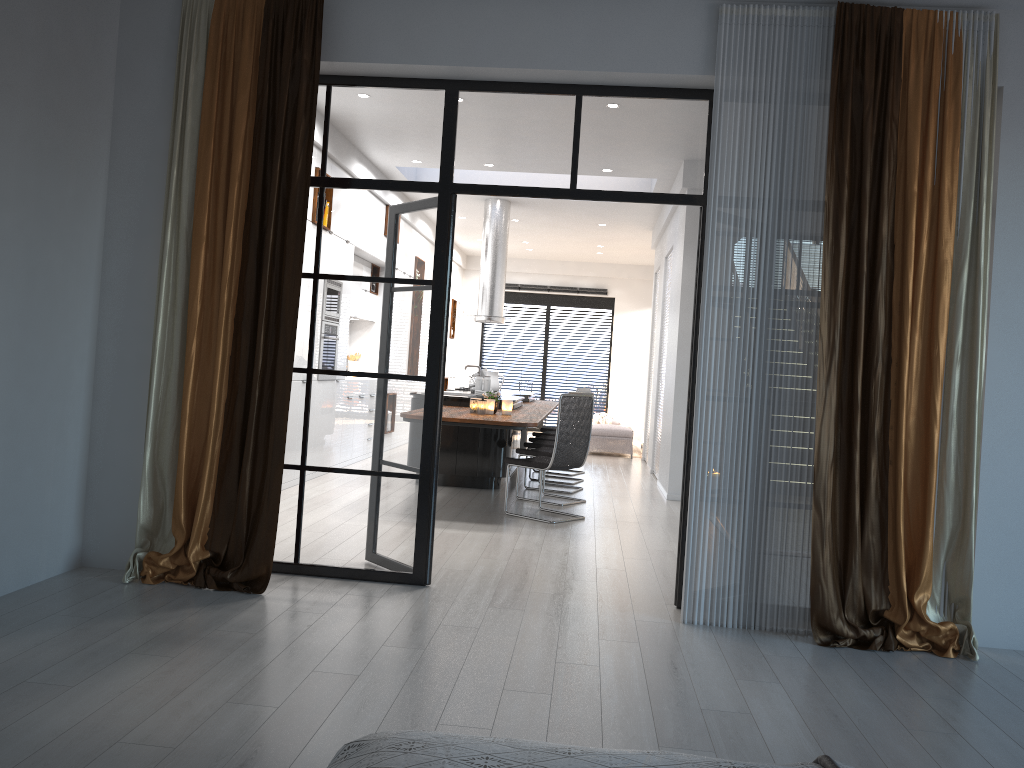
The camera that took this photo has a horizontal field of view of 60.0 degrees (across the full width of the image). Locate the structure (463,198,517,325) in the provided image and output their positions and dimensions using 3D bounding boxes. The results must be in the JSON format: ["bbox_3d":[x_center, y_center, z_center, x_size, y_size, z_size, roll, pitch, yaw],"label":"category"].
[{"bbox_3d":[-0.238,-1.578,11.523,0.695,1.609,1.043,4,0,4],"label":"structure"}]

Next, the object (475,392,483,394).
[{"bbox_3d":[-0.314,0.099,8.782,0.111,0.023,0.111,4,1,17],"label":"object"}]

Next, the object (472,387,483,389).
[{"bbox_3d":[-0.342,0.055,9.997,0.229,0.016,0.229,4,1,2],"label":"object"}]

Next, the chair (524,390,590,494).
[{"bbox_3d":[0.446,0.555,8.998,0.537,1.018,0.470,4,0,20],"label":"chair"}]

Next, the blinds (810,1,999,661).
[{"bbox_3d":[1.844,-0.290,4.166,0.811,3.045,0.254,4,-1,6],"label":"blinds"}]

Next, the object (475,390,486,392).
[{"bbox_3d":[-0.313,0.080,8.783,0.111,0.023,0.111,4,1,17],"label":"object"}]

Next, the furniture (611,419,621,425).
[{"bbox_3d":[1.547,0.800,15.525,0.699,0.460,0.699,4,0,5],"label":"furniture"}]

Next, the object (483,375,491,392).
[{"bbox_3d":[-0.252,0.022,8.932,0.071,0.219,0.071,4,0,31],"label":"object"}]

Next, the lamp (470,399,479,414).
[{"bbox_3d":[-0.315,0.187,7.388,0.078,0.120,0.078,4,0,-12],"label":"lamp"}]

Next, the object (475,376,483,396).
[{"bbox_3d":[-0.334,0.017,8.931,0.071,0.219,0.071,4,0,-31],"label":"object"}]

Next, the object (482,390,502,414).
[{"bbox_3d":[-0.169,0.150,7.549,0.151,0.206,0.157,4,0,22],"label":"object"}]

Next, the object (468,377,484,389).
[{"bbox_3d":[-0.417,0.006,10.626,0.211,0.174,0.211,4,0,12],"label":"object"}]

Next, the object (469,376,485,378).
[{"bbox_3d":[-0.401,-0.018,11.496,0.252,0.147,0.266,3,1,-42],"label":"object"}]

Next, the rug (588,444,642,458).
[{"bbox_3d":[1.278,1.019,14.396,1.624,0.020,2.519,4,1,5],"label":"rug"}]

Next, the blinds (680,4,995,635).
[{"bbox_3d":[1.568,-0.303,4.292,1.301,3.069,0.052,4,-1,5],"label":"blinds"}]

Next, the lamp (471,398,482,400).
[{"bbox_3d":[-0.307,0.183,7.494,0.095,0.124,0.095,4,0,22],"label":"lamp"}]

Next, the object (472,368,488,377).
[{"bbox_3d":[-0.403,-0.105,11.494,0.249,0.212,0.256,4,0,40],"label":"object"}]

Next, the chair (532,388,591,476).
[{"bbox_3d":[0.576,0.539,10.525,0.537,1.018,0.470,4,0,25],"label":"chair"}]

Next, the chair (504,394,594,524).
[{"bbox_3d":[0.291,0.574,7.249,0.537,1.018,0.470,4,0,40],"label":"chair"}]

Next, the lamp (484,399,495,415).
[{"bbox_3d":[-0.191,0.192,7.412,0.095,0.124,0.095,4,0,-2],"label":"lamp"}]

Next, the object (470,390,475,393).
[{"bbox_3d":[-0.345,0.092,9.997,0.264,0.033,0.264,5,1,42],"label":"object"}]

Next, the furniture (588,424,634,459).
[{"bbox_3d":[1.419,0.829,13.215,0.699,0.460,0.699,4,0,0],"label":"furniture"}]

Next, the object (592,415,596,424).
[{"bbox_3d":[1.297,0.592,14.214,0.110,0.183,0.119,4,0,11],"label":"object"}]

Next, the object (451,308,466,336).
[{"bbox_3d":[-1.102,-1.170,16.387,0.480,0.626,0.315,4,0,-4],"label":"object"}]

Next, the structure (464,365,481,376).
[{"bbox_3d":[-0.415,-0.038,9.166,0.177,0.310,0.089,4,0,5],"label":"structure"}]

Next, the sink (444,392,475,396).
[{"bbox_3d":[-0.636,0.174,9.209,0.485,0.152,0.738,4,1,5],"label":"sink"}]

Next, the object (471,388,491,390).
[{"bbox_3d":[-0.343,0.064,9.997,0.229,0.016,0.229,4,1,2],"label":"object"}]

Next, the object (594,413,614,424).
[{"bbox_3d":[1.568,0.674,15.474,0.418,0.355,0.760,4,1,13],"label":"object"}]

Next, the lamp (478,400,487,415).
[{"bbox_3d":[-0.248,0.193,7.317,0.078,0.120,0.078,4,0,-12],"label":"lamp"}]

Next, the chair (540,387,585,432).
[{"bbox_3d":[0.649,0.528,11.486,0.537,1.018,0.470,4,0,5],"label":"chair"}]

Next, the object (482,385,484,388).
[{"bbox_3d":[-0.341,0.035,9.997,0.138,0.051,0.138,4,1,-15],"label":"object"}]

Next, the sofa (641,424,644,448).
[{"bbox_3d":[2.573,0.709,14.025,0.899,0.825,2.093,4,1,5],"label":"sofa"}]

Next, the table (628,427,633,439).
[{"bbox_3d":[1.425,0.866,14.329,1.000,0.350,1.000,4,1,5],"label":"table"}]

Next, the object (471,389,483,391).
[{"bbox_3d":[-0.344,0.080,9.997,0.264,0.033,0.264,5,1,42],"label":"object"}]

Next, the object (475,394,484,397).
[{"bbox_3d":[-0.316,0.118,8.782,0.111,0.023,0.111,4,1,17],"label":"object"}]

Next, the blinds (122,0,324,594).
[{"bbox_3d":[-1.437,-0.513,4.468,0.811,3.045,0.254,4,-1,4],"label":"blinds"}]

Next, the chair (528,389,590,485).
[{"bbox_3d":[0.509,0.547,9.714,0.537,1.018,0.470,4,0,20],"label":"chair"}]

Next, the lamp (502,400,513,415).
[{"bbox_3d":[-0.042,0.200,7.514,0.096,0.124,0.095,4,0,38],"label":"lamp"}]

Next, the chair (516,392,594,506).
[{"bbox_3d":[0.383,0.564,8.183,0.537,1.018,0.470,4,0,35],"label":"chair"}]

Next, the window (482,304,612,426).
[{"bbox_3d":[3.774,-1.490,17.633,8.566,5.062,0.462,4,-1,4],"label":"window"}]

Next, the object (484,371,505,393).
[{"bbox_3d":[-0.221,-0.016,10.268,0.211,0.254,0.183,4,0,39],"label":"object"}]

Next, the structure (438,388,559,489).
[{"bbox_3d":[-0.281,0.567,9.391,1.378,0.887,5.640,4,1,5],"label":"structure"}]

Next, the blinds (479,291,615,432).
[{"bbox_3d":[0.655,-0.424,17.543,2.585,2.721,0.358,4,-1,5],"label":"blinds"}]

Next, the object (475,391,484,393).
[{"bbox_3d":[-0.313,0.086,8.782,0.111,0.023,0.111,4,1,17],"label":"object"}]

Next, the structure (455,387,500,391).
[{"bbox_3d":[-0.433,0.066,11.497,0.502,0.026,0.811,4,1,5],"label":"structure"}]
